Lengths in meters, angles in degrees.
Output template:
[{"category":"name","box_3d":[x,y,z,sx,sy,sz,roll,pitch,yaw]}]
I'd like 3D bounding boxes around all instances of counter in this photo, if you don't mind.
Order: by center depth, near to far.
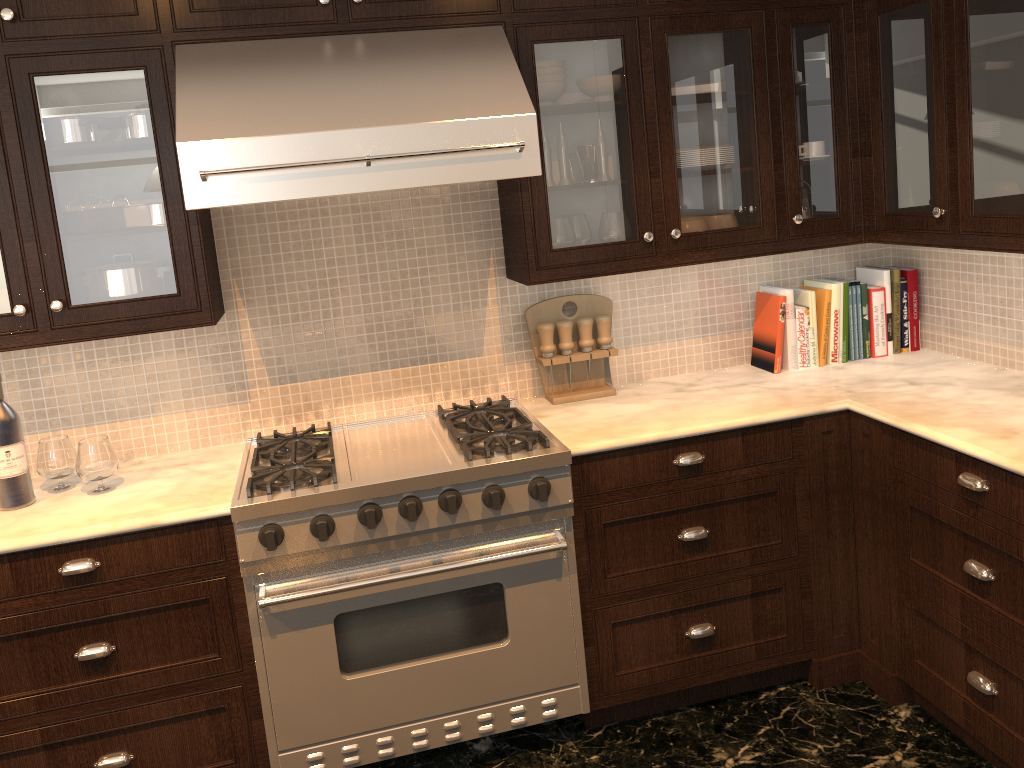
[{"category":"counter","box_3d":[0.115,0.324,1.940,3.376,0.031,2.346,-8,13,-12]}]

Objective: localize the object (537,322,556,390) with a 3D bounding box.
[{"category":"object","box_3d":[0.123,-0.095,2.988,0.062,0.226,0.061,-10,9,-30]}]

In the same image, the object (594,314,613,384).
[{"category":"object","box_3d":[0.321,-0.121,3.033,0.061,0.234,0.062,1,11,41]}]

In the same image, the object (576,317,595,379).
[{"category":"object","box_3d":[0.257,-0.117,3.018,0.062,0.223,0.061,-13,11,-42]}]

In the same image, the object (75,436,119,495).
[{"category":"object","box_3d":[-1.177,0.230,2.506,0.113,0.149,0.113,-9,10,-20]}]

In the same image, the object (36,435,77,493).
[{"category":"object","box_3d":[-1.319,0.232,2.563,0.113,0.149,0.113,-9,10,-20]}]

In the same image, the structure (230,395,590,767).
[{"category":"structure","box_3d":[-0.314,0.565,2.713,0.908,0.827,0.728,-8,10,-12]}]

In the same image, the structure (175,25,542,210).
[{"category":"structure","box_3d":[-0.455,-0.792,2.554,0.933,0.471,0.648,-8,11,-12]}]

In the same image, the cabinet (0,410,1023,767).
[{"category":"cabinet","box_3d":[0.160,0.769,2.001,3.376,0.869,2.346,-8,13,-12]}]

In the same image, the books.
[{"category":"books","box_3d":[1.171,-0.247,3.224,0.604,0.307,0.196,-8,10,-13]}]

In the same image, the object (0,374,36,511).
[{"category":"object","box_3d":[-1.394,0.154,2.431,0.094,0.373,0.096,-5,8,3]}]

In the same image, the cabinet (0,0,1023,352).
[{"category":"cabinet","box_3d":[0.012,-0.722,1.803,3.375,1.239,2.337,-8,12,-12]}]

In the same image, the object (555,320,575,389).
[{"category":"object","box_3d":[0.188,-0.101,3.003,0.062,0.234,0.061,-13,11,-42]}]

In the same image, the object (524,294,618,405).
[{"category":"object","box_3d":[0.218,-0.126,3.018,0.317,0.345,0.111,-8,8,-13]}]
